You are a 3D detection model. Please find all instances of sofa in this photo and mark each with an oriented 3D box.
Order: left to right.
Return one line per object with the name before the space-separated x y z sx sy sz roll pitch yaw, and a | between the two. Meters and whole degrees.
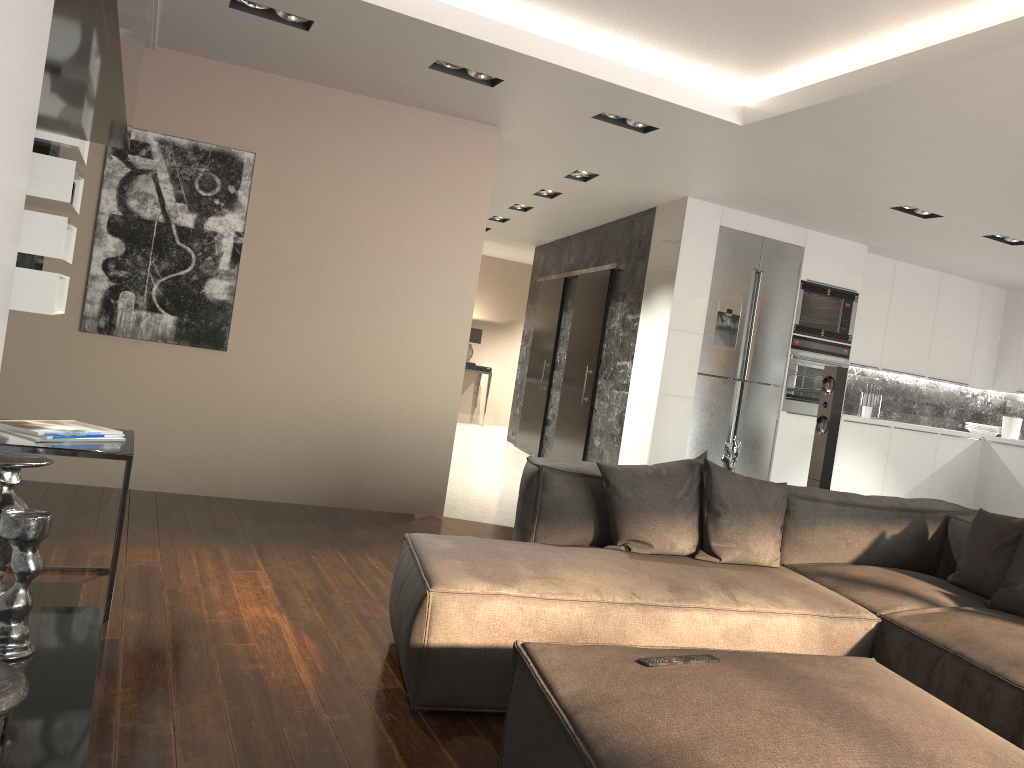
sofa | 1.080 0.804 2.786 2.817 0.703 2.413 8 2 -16

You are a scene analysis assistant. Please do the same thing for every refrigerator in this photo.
refrigerator | 1.770 -0.063 7.421 0.911 2.342 0.558 8 0 -26

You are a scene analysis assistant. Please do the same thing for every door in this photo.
door | 0.499 -0.175 9.373 0.133 2.055 2.764 8 1 -14

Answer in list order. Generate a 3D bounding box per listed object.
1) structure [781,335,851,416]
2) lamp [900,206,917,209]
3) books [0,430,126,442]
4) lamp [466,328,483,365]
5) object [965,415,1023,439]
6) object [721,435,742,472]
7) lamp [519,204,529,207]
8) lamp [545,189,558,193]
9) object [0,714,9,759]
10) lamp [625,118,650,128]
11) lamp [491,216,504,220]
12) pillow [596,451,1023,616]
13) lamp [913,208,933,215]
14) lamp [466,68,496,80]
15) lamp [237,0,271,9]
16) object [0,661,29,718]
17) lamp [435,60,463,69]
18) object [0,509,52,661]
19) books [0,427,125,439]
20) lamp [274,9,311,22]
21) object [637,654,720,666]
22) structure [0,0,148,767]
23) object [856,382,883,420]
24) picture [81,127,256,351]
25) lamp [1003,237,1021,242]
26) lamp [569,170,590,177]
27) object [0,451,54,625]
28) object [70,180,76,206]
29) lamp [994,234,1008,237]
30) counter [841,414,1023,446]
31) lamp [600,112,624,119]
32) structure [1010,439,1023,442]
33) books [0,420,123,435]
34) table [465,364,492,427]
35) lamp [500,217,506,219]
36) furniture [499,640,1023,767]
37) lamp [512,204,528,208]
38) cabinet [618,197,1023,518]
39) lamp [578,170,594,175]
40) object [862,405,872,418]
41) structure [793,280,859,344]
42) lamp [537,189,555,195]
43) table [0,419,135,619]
structure | 2.519 -0.074 7.776 0.694 0.650 0.622 8 1 -25
lamp | 2.765 -1.262 6.138 0.184 0.077 0.169 8 2 -25
books | -1.586 0.176 3.089 0.242 0.011 0.333 10 2 30
lamp | -0.678 -0.559 12.733 0.416 0.528 0.274 8 1 -26
object | 4.880 0.412 8.960 0.366 0.234 0.535 8 2 -15
object | 1.109 0.401 4.446 0.271 0.287 0.299 9 1 35
lamp | 0.112 -1.733 8.384 0.184 0.077 0.170 8 2 -22
lamp | 0.330 -1.671 7.475 0.171 0.077 0.183 9 2 20
object | -1.023 0.721 1.669 0.075 0.094 0.345 8 2 -23
lamp | 0.744 -1.534 5.104 0.169 0.077 0.185 9 2 30
lamp | -0.150 -1.807 9.469 0.182 0.077 0.172 8 2 -15
pillow | 1.461 0.588 3.378 2.016 0.431 1.100 9 2 26
lamp | 2.931 -1.240 6.224 0.186 0.077 0.167 7 2 -42
lamp | -0.154 -1.655 4.643 0.185 0.077 0.168 8 2 -30
lamp | -1.207 -1.797 4.102 0.183 0.077 0.171 8 2 -19
object | -0.749 0.591 1.045 0.252 0.475 0.227 8 1 -33
lamp | -0.320 -1.678 4.557 0.183 0.077 0.171 8 2 -19
object | -1.293 0.521 2.300 0.129 0.371 0.117 8 0 -31
books | -1.592 0.164 3.094 0.245 0.011 0.329 9 2 20
lamp | -1.041 -1.775 4.187 0.185 0.077 0.168 8 2 -30
object | 0.394 0.651 2.076 0.217 0.015 0.049 8 2 -27
structure | -0.846 0.014 1.368 0.501 1.766 2.764 8 1 -23
object | 3.417 0.159 8.375 0.302 0.336 0.058 8 0 -23
picture | -1.942 -0.817 5.005 0.776 1.165 0.028 8 0 -18
lamp | 3.825 -1.119 6.684 0.186 0.077 0.167 7 2 -42
lamp | 0.511 -1.621 6.732 0.171 0.077 0.183 9 2 21
object | -1.440 0.439 2.454 0.231 0.482 0.208 8 1 -31
object | -1.539 -0.660 2.983 0.075 0.094 0.345 8 2 -23
lamp | 3.659 -1.142 6.598 0.184 0.077 0.169 8 2 -25
counter | 4.517 0.557 7.041 2.809 0.041 3.860 8 2 -25
lamp | 0.578 -1.557 5.018 0.183 0.077 0.171 8 2 -19
structure | 5.122 0.584 8.244 0.591 0.011 0.597 8 2 -25
books | -1.598 0.153 3.089 0.243 0.011 0.331 9 2 25
table | -1.079 0.088 12.619 1.493 0.865 0.428 8 1 -27
lamp | -0.109 -1.795 9.301 0.184 0.077 0.170 8 2 -22
furniture | 0.600 0.892 1.853 1.127 0.439 1.065 8 2 -15
lamp | 0.071 -1.744 8.553 0.182 0.077 0.172 8 2 -15
cabinet | 4.283 0.301 5.353 4.641 2.500 6.628 8 2 -25
lamp | 0.552 -1.609 6.563 0.171 0.077 0.183 9 2 20
object | 3.325 0.259 8.248 0.089 0.117 0.095 9 1 24
structure | 2.585 -0.637 7.813 0.689 0.450 0.586 8 1 -25
lamp | 0.290 -1.683 7.644 0.171 0.077 0.183 9 2 21
table | -1.630 0.459 3.111 0.470 0.563 0.575 8 1 -25
